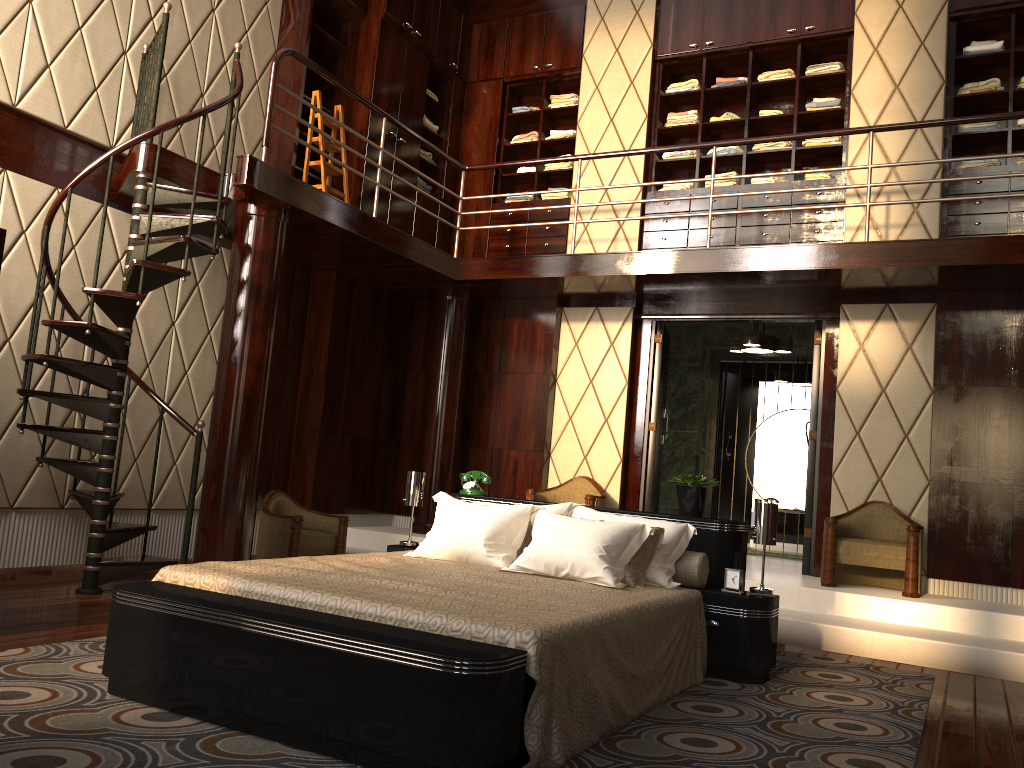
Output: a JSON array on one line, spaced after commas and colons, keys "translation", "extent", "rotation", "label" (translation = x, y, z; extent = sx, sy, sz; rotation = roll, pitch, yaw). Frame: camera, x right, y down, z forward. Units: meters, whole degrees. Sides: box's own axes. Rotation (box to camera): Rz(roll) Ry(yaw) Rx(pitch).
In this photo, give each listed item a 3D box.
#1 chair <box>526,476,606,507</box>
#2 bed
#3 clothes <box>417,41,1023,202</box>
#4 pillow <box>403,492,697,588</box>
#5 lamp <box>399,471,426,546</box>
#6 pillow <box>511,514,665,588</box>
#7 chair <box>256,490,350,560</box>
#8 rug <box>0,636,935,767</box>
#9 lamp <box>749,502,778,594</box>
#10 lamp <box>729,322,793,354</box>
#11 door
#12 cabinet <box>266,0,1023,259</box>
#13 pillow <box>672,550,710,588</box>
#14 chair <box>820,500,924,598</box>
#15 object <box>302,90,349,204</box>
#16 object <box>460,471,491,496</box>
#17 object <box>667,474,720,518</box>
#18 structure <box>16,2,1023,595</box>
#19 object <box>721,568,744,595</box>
[{"translation": [0.416, 0.939, 6.481], "extent": [0.571, 0.550, 0.462], "rotation": [2, -7, 28], "label": "chair"}, {"translation": [-0.141, 0.805, 3.505], "extent": [1.985, 0.660, 2.381], "rotation": [2, -7, 28], "label": "bed"}, {"translation": [1.438, -1.946, 6.989], "extent": [4.996, 0.954, 0.818], "rotation": [3, -6, 20], "label": "clothes"}, {"translation": [0.115, 0.684, 3.968], "extent": [1.322, 0.320, 0.685], "rotation": [2, -7, 29], "label": "pillow"}, {"translation": [-0.521, 0.656, 4.679], "extent": [0.106, 0.385, 0.109], "rotation": [1, -7, 35], "label": "lamp"}, {"translation": [0.124, 0.707, 3.931], "extent": [1.123, 0.271, 0.293], "rotation": [2, -7, 28], "label": "pillow"}, {"translation": [-1.404, 0.990, 5.801], "extent": [0.462, 0.550, 0.571], "rotation": [2, -7, 28], "label": "chair"}, {"translation": [-0.103, 1.119, 3.305], "extent": [2.910, 0.006, 3.735], "rotation": [2, -7, 28], "label": "rug"}, {"translation": [1.102, 0.714, 3.868], "extent": [0.106, 0.385, 0.109], "rotation": [1, -7, 35], "label": "lamp"}, {"translation": [1.972, -0.435, 7.238], "extent": [0.515, 0.347, 0.467], "rotation": [9, -7, -32], "label": "lamp"}, {"translation": [1.698, 0.466, 6.845], "extent": [1.435, 1.820, 0.828], "rotation": [2, -7, 26], "label": "door"}, {"translation": [1.490, -1.992, 6.149], "extent": [6.767, 2.432, 2.576], "rotation": [2, -7, 28], "label": "cabinet"}, {"translation": [0.244, 0.804, 4.241], "extent": [1.396, 0.167, 0.173], "rotation": [2, -7, 28], "label": "pillow"}, {"translation": [2.251, 1.000, 5.520], "extent": [0.571, 0.550, 0.462], "rotation": [2, -7, 28], "label": "chair"}, {"translation": [-1.266, -1.554, 6.243], "extent": [0.258, 0.974, 0.275], "rotation": [2, -7, 28], "label": "object"}, {"translation": [-0.201, 0.536, 4.812], "extent": [0.158, 0.131, 0.178], "rotation": [6, -6, -10], "label": "object"}, {"translation": [0.865, 0.535, 4.256], "extent": [0.256, 0.205, 0.241], "rotation": [4, -6, 10], "label": "object"}, {"translation": [0.746, -0.256, 4.839], "extent": [6.107, 3.189, 3.750], "rotation": [2, -7, 28], "label": "structure"}, {"translation": [0.946, 0.844, 3.790], "extent": [0.088, 0.103, 0.034], "rotation": [1, -7, 36], "label": "object"}]
